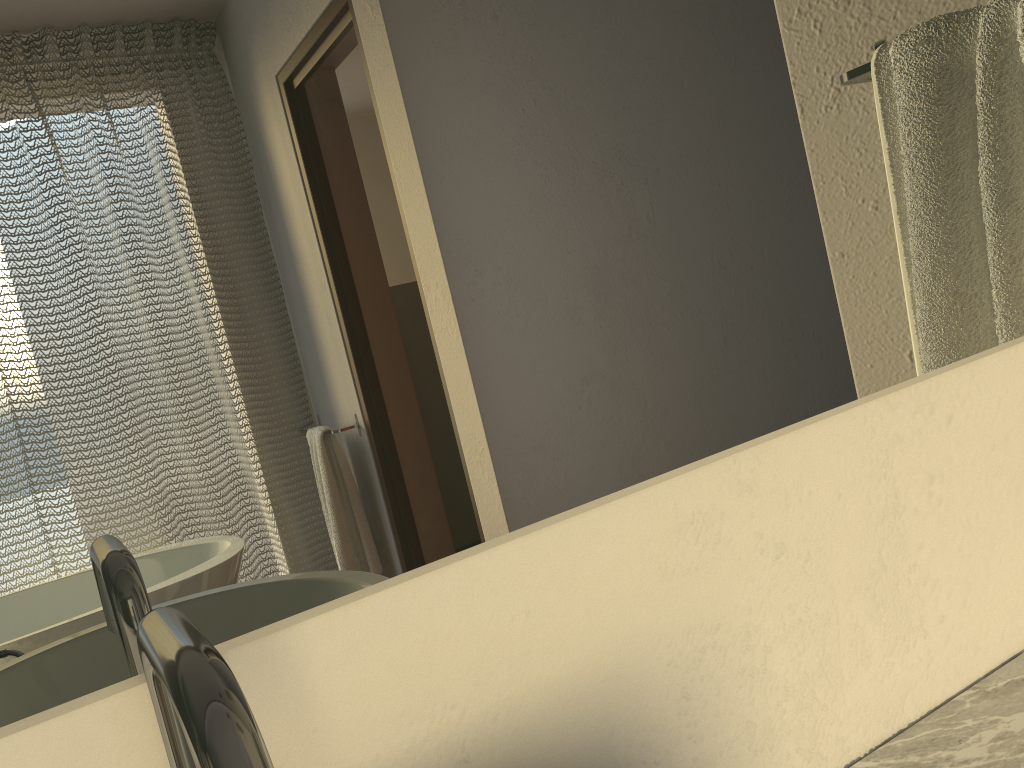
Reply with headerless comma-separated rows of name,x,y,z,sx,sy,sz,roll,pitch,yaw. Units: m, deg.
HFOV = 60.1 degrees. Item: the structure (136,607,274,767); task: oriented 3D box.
structure,-0.079,0.187,0.236,0.065,0.242,0.168,-16,5,-25
